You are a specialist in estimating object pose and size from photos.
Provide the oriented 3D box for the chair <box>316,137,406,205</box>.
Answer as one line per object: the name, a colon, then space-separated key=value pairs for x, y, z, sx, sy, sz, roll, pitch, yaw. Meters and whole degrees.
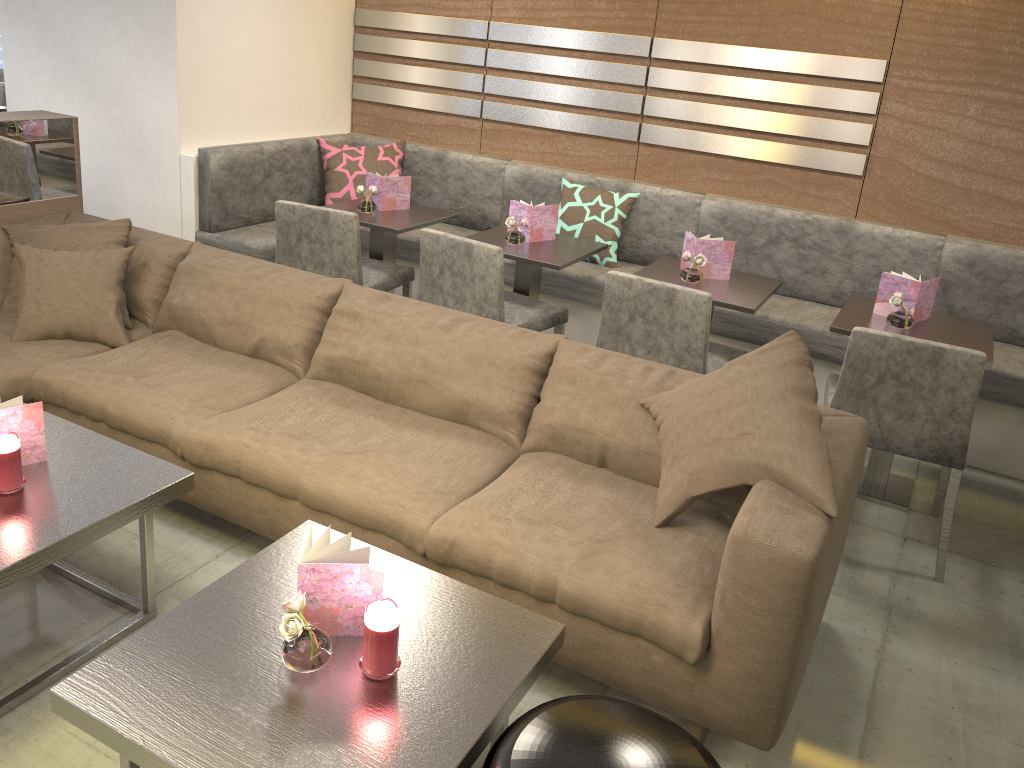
chair: x=-0.793 y=-1.091 z=4.755 sx=0.491 sy=0.417 sz=0.302 roll=-2 pitch=21 yaw=-20

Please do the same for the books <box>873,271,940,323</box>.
books: x=1.435 y=-0.320 z=3.220 sx=0.159 sy=0.160 sz=0.145 roll=-13 pitch=27 yaw=-41

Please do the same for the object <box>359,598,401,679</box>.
object: x=-0.234 y=0.455 z=1.582 sx=0.075 sy=0.125 sz=0.077 roll=2 pitch=20 yaw=-11

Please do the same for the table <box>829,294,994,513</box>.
table: x=1.403 y=0.091 z=3.247 sx=0.510 sy=0.639 sz=0.514 roll=15 pitch=22 yaw=24

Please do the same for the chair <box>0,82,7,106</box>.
chair: x=-4.074 y=-1.870 z=6.593 sx=0.479 sy=0.744 sz=0.501 roll=13 pitch=21 yaw=20

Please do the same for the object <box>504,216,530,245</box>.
object: x=0.017 y=-0.651 z=3.727 sx=0.111 sy=0.122 sz=0.093 roll=-6 pitch=23 yaw=-29

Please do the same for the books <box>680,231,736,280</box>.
books: x=0.780 y=-0.512 z=3.532 sx=0.157 sy=0.160 sz=0.146 roll=2 pitch=20 yaw=-8

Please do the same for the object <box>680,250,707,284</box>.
object: x=0.696 y=-0.450 z=3.397 sx=0.094 sy=0.122 sz=0.104 roll=2 pitch=20 yaw=-9

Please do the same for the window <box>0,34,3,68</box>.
window: x=-6.102 y=-3.854 z=9.135 sx=0.160 sy=2.022 sz=3.723 roll=14 pitch=23 yaw=24

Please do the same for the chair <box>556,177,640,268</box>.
chair: x=0.382 y=-0.786 z=4.374 sx=0.430 sy=0.386 sz=0.223 roll=16 pitch=22 yaw=25

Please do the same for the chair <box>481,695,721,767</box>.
chair: x=0.139 y=0.806 z=1.462 sx=0.423 sy=0.440 sz=0.432 roll=8 pitch=21 yaw=7

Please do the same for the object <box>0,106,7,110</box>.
object: x=-3.622 y=-1.914 z=6.131 sx=0.217 sy=0.015 sz=0.222 roll=8 pitch=22 yaw=6

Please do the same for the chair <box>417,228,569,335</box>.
chair: x=-0.100 y=-0.258 z=3.603 sx=0.482 sy=0.744 sz=0.499 roll=18 pitch=23 yaw=31

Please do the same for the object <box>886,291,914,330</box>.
object: x=1.361 y=-0.257 z=3.084 sx=0.096 sy=0.122 sz=0.107 roll=15 pitch=22 yaw=24

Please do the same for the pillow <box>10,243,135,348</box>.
pillow: x=-1.493 y=-0.296 z=3.013 sx=0.380 sy=0.315 sz=0.241 roll=-1 pitch=21 yaw=-18

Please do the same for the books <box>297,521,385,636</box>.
books: x=-0.329 y=0.378 z=1.716 sx=0.157 sy=0.160 sz=0.146 roll=2 pitch=20 yaw=-8

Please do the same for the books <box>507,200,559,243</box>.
books: x=0.091 y=-0.713 z=3.860 sx=0.159 sy=0.160 sz=0.145 roll=-13 pitch=27 yaw=-41

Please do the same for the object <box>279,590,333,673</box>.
object: x=-0.368 y=0.442 z=1.582 sx=0.095 sy=0.126 sz=0.109 roll=1 pitch=21 yaw=-13

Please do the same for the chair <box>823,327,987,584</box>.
chair: x=1.264 y=0.147 z=2.940 sx=0.480 sy=0.744 sz=0.501 roll=13 pitch=21 yaw=21

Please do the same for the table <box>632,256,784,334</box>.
table: x=0.729 y=-0.107 z=3.568 sx=0.510 sy=0.639 sz=0.514 roll=15 pitch=22 yaw=24

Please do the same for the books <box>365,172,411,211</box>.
books: x=-0.587 y=-0.912 z=4.183 sx=0.159 sy=0.160 sz=0.145 roll=-13 pitch=27 yaw=-41

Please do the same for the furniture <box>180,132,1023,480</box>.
furniture: x=0.500 y=0.262 z=2.354 sx=5.690 sy=0.833 sz=4.331 roll=16 pitch=24 yaw=24

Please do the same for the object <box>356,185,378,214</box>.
object: x=-0.661 y=-0.846 z=4.042 sx=0.107 sy=0.122 sz=0.097 roll=-2 pitch=21 yaw=-20

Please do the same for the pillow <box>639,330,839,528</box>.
pillow: x=0.545 y=0.116 z=2.124 sx=0.629 sy=0.501 sz=0.302 roll=22 pitch=25 yaw=37

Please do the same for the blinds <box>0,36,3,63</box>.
blinds: x=-6.003 y=-3.855 z=9.090 sx=0.045 sy=1.994 sz=3.715 roll=14 pitch=23 yaw=24

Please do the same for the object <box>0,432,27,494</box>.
object: x=-1.162 y=0.180 z=2.031 sx=0.075 sy=0.125 sz=0.077 roll=5 pitch=20 yaw=-1

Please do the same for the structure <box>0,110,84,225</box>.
structure: x=-2.803 y=-0.088 z=2.222 sx=0.225 sy=0.983 sz=3.840 roll=14 pitch=24 yaw=24

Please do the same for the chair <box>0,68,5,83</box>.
chair: x=-4.420 y=-2.461 z=7.955 sx=0.479 sy=0.744 sz=0.501 roll=13 pitch=21 yaw=20

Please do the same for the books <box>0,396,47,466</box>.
books: x=-1.246 y=0.109 z=2.155 sx=0.159 sy=0.160 sz=0.145 roll=-13 pitch=27 yaw=-41

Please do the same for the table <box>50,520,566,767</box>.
table: x=-0.352 y=0.686 z=1.688 sx=0.662 sy=0.402 sz=0.669 roll=16 pitch=23 yaw=24

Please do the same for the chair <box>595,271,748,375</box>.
chair: x=0.571 y=-0.059 z=3.277 sx=0.481 sy=0.744 sz=0.500 roll=16 pitch=22 yaw=27

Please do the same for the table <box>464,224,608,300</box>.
table: x=0.054 y=-0.304 z=3.889 sx=0.510 sy=0.639 sz=0.514 roll=15 pitch=22 yaw=24

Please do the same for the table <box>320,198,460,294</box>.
table: x=-0.620 y=-0.501 z=4.210 sx=0.510 sy=0.639 sz=0.514 roll=15 pitch=22 yaw=24

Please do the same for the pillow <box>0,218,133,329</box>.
pillow: x=-1.595 y=-0.403 z=3.174 sx=0.526 sy=0.385 sz=0.299 roll=4 pitch=20 yaw=-5

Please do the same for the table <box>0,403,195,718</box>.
table: x=-1.248 y=0.424 z=2.114 sx=0.662 sy=0.402 sz=0.669 roll=16 pitch=23 yaw=24

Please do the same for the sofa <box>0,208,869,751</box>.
sofa: x=-1.313 y=0.512 z=1.546 sx=3.203 sy=0.660 sz=3.832 roll=16 pitch=24 yaw=24

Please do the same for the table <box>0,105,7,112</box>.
table: x=-4.005 y=-1.633 z=6.194 sx=1.198 sy=0.619 sz=0.791 roll=16 pitch=23 yaw=24

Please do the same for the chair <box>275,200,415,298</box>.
chair: x=-0.751 y=-0.443 z=3.900 sx=0.479 sy=0.744 sz=0.502 roll=12 pitch=21 yaw=17
